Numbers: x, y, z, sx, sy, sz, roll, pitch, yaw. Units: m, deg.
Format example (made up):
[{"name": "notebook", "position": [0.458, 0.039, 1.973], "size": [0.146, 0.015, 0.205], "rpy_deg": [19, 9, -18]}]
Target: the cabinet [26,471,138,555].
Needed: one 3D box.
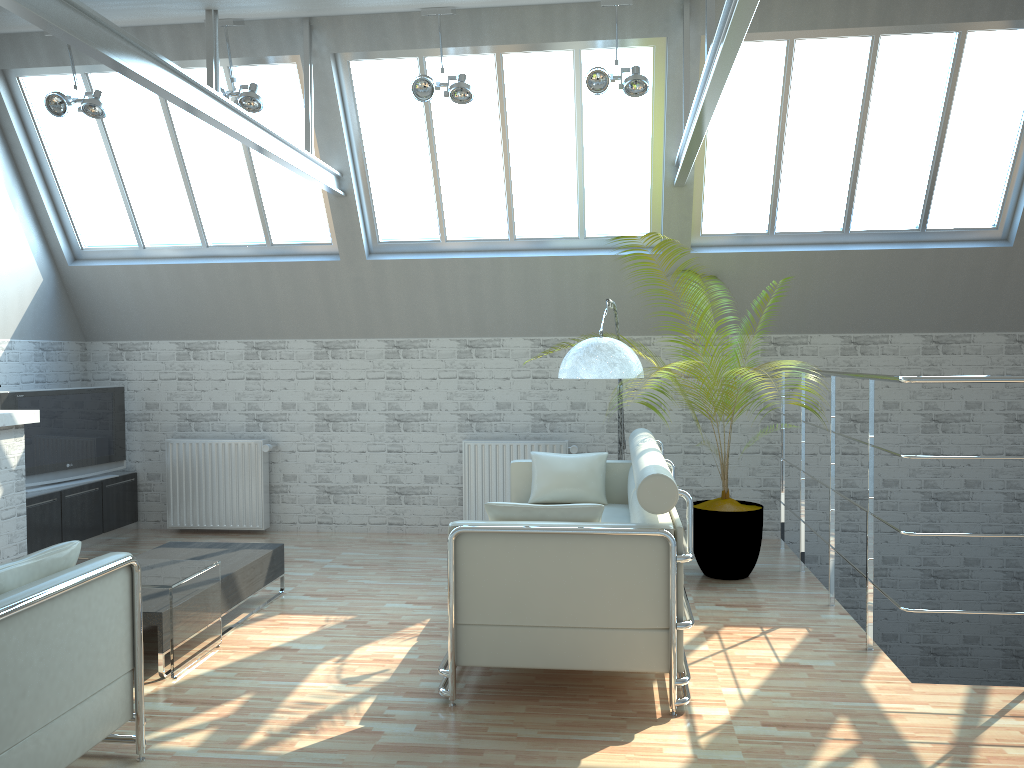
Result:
[{"name": "cabinet", "position": [-7.194, 2.093, 13.993], "size": [0.908, 1.016, 3.234], "rpy_deg": [0, 2, 7]}]

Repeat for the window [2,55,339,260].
[{"name": "window", "position": [-5.135, -3.466, 13.829], "size": [4.651, 2.787, 1.897], "rpy_deg": [0, 2, 7]}]

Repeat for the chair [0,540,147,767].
[{"name": "chair", "position": [-4.095, 1.832, 5.771], "size": [2.507, 2.001, 2.201], "rpy_deg": [0, 2, 7]}]

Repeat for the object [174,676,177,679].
[{"name": "object", "position": [-5.536, 1.475, 8.653], "size": [4.859, 2.558, 1.528], "rpy_deg": [0, 2, 6]}]

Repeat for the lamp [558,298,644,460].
[{"name": "lamp", "position": [1.460, 0.726, 12.300], "size": [1.015, 3.709, 4.621], "rpy_deg": [0, 2, 13]}]

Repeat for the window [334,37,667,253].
[{"name": "window", "position": [-0.089, -3.486, 13.238], "size": [4.651, 2.787, 1.897], "rpy_deg": [0, 2, 7]}]

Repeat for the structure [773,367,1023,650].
[{"name": "structure", "position": [6.484, 1.209, 10.751], "size": [5.366, 2.781, 6.483], "rpy_deg": [0, 2, 7]}]

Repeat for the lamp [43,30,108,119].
[{"name": "lamp", "position": [-5.917, -4.198, 11.895], "size": [0.808, 1.172, 0.619], "rpy_deg": [0, 2, 11]}]

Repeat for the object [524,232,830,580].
[{"name": "object", "position": [2.177, 0.413, 11.550], "size": [3.777, 4.386, 5.015], "rpy_deg": [-1, 2, -18]}]

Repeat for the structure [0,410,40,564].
[{"name": "structure", "position": [-7.423, -0.885, 10.739], "size": [1.309, 7.180, 3.302], "rpy_deg": [0, 2, 7]}]

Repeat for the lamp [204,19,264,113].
[{"name": "lamp", "position": [-3.721, -4.206, 11.639], "size": [0.808, 1.172, 0.619], "rpy_deg": [0, 2, 11]}]

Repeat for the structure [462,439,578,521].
[{"name": "structure", "position": [0.149, 1.685, 14.567], "size": [1.892, 1.524, 0.508], "rpy_deg": [0, 2, 7]}]

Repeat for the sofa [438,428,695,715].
[{"name": "sofa", "position": [0.705, 1.672, 9.832], "size": [2.199, 1.999, 4.866], "rpy_deg": [0, 2, 7]}]

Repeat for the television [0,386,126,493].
[{"name": "television", "position": [-7.129, 0.824, 14.035], "size": [0.592, 1.514, 2.577], "rpy_deg": [0, 2, 17]}]

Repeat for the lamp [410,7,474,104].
[{"name": "lamp", "position": [-0.915, -4.217, 11.310], "size": [0.808, 1.172, 0.618], "rpy_deg": [0, 2, 11]}]

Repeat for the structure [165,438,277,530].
[{"name": "structure", "position": [-4.953, 1.705, 15.164], "size": [1.892, 1.524, 0.508], "rpy_deg": [0, 2, 7]}]

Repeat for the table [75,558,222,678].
[{"name": "table", "position": [-3.935, 2.282, 8.809], "size": [1.726, 0.867, 1.015], "rpy_deg": [0, 2, 7]}]

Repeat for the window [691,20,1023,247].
[{"name": "window", "position": [4.956, -3.505, 12.648], "size": [4.651, 2.787, 1.897], "rpy_deg": [0, 2, 7]}]

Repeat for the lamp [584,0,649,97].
[{"name": "lamp", "position": [1.299, -4.225, 11.051], "size": [0.808, 1.172, 0.619], "rpy_deg": [0, 2, 11]}]
